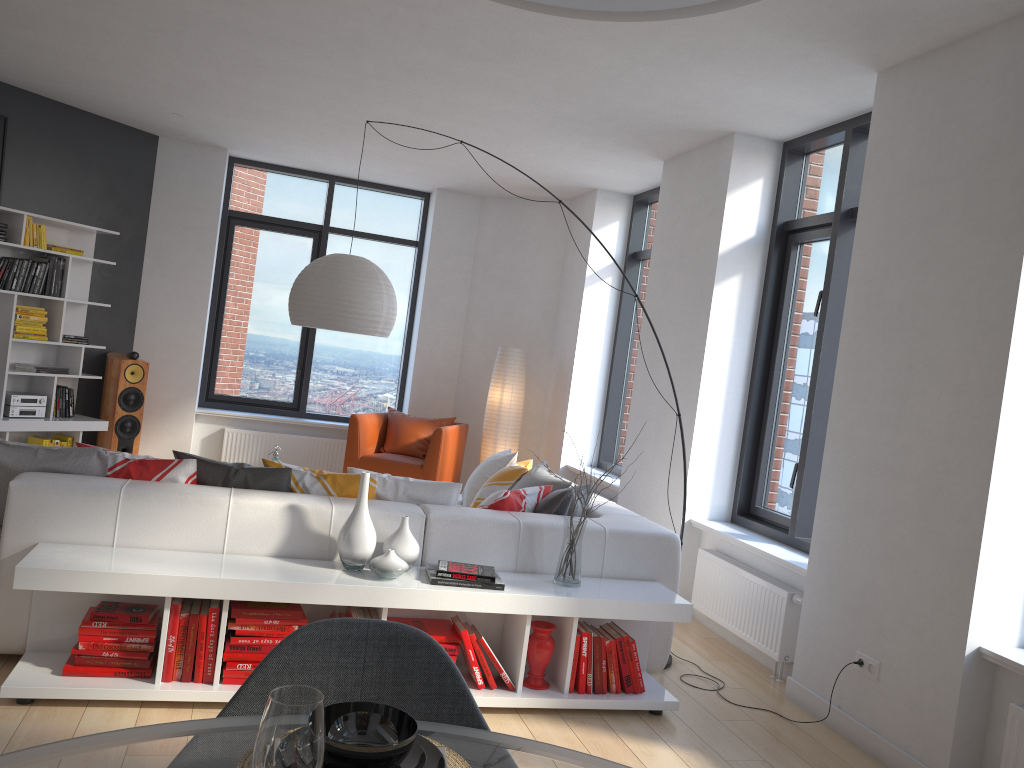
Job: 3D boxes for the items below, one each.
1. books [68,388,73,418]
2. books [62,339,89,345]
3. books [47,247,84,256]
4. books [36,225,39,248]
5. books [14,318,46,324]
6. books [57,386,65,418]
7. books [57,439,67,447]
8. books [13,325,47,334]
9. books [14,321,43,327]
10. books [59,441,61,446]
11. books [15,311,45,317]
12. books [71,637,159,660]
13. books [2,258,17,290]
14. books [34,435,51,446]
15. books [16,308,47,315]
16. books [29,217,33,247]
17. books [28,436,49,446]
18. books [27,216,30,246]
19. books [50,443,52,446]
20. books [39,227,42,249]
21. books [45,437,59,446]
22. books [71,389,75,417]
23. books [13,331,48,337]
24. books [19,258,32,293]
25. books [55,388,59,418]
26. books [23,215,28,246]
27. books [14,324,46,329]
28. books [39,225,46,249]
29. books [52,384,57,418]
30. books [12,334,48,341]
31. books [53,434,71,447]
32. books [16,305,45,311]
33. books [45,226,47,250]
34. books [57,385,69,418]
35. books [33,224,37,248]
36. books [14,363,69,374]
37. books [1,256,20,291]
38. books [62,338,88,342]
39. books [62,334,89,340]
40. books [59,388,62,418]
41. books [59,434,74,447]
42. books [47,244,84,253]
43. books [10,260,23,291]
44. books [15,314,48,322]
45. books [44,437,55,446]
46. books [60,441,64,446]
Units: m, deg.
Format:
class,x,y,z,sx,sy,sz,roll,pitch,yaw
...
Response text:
class,x,y,z,sx,sy,sz,roll,pitch,yaw
books,-3.643,0.144,7.209,0.177,0.242,0.066,8,2,28
books,-3.572,-0.345,7.186,0.161,0.023,0.213,8,2,32
books,-3.577,-1.050,7.044,0.194,0.028,0.257,9,2,34
books,-3.661,-1.130,6.780,0.128,0.178,0.044,8,2,28
books,-3.789,-0.495,6.893,0.171,0.019,0.239,8,2,29
books,-3.669,0.142,7.156,0.169,0.242,0.050,8,2,28
books,-3.664,0.569,7.149,0.172,0.234,0.024,8,2,29
books,-3.788,-0.428,6.889,0.189,0.042,0.243,8,2,29
books,-3.782,-0.473,6.874,0.145,0.023,0.217,8,2,33
books,-3.688,0.564,7.104,0.169,0.239,0.023,8,2,29
books,-3.780,-0.548,6.895,0.160,0.022,0.227,9,2,44
books,-1.494,0.990,3.348,0.266,0.026,0.187,7,1,-11
books,-3.804,-0.823,6.651,0.172,0.242,0.069,8,2,30
books,-3.735,0.550,7.021,0.199,0.263,0.015,8,2,29
books,-3.770,-0.570,6.900,0.163,0.023,0.223,8,2,33
books,-3.708,-1.159,6.748,0.164,0.224,0.054,8,2,28
books,-3.748,0.551,6.993,0.198,0.255,0.044,8,2,29
books,-3.715,-1.160,6.718,0.163,0.224,0.041,8,2,27
books,-3.710,0.570,7.028,0.156,0.229,0.024,8,2,28
books,-3.644,-1.119,6.790,0.108,0.161,0.046,8,2,28
books,-3.700,0.558,7.077,0.185,0.250,0.035,8,2,29
books,-3.655,0.145,7.254,0.179,0.233,0.077,8,2,29
books,-3.789,-0.395,6.886,0.203,0.024,0.257,8,2,32
books,-3.767,-0.831,6.769,0.197,0.260,0.066,8,2,29
books,-3.704,0.141,7.122,0.189,0.240,0.053,8,2,29
books,-3.709,-1.160,6.688,0.161,0.229,0.041,8,2,28
books,-3.798,-0.458,6.892,0.189,0.014,0.251,8,2,32
books,-3.643,-1.132,6.818,0.141,0.184,0.064,8,2,30
books,-3.720,0.124,7.095,0.202,0.268,0.053,8,2,28
books,-3.783,-0.368,6.885,0.194,0.028,0.257,9,2,34
books,-3.653,0.552,7.176,0.204,0.270,0.029,8,2,29
books,-3.791,-0.597,6.902,0.163,0.023,0.223,8,2,33
books,-3.639,-1.132,6.842,0.142,0.184,0.044,8,2,30
books,-3.664,0.136,7.186,0.193,0.255,0.066,8,2,28
books,-3.677,-1.133,6.765,0.132,0.180,0.054,8,2,29
books,-3.735,-0.122,7.045,0.250,0.047,0.310,8,2,24
books,-3.815,-0.833,6.683,0.192,0.254,0.075,8,2,28
books,-3.572,-0.364,7.186,0.142,0.015,0.198,8,2,27
books,-3.581,-0.385,7.195,0.161,0.023,0.213,8,2,32
books,-3.686,0.144,7.140,0.170,0.236,0.049,8,2,29
books,-3.648,0.552,7.204,0.213,0.270,0.025,8,2,29
books,-3.583,-1.076,7.045,0.203,0.024,0.257,8,2,32
books,-3.797,-0.824,6.704,0.179,0.243,0.068,8,2,27
books,-3.779,-0.520,6.900,0.176,0.033,0.239,8,2,32
books,-3.714,0.556,7.055,0.180,0.251,0.019,8,2,29
books,-3.674,0.568,7.124,0.172,0.234,0.024,8,2,29
